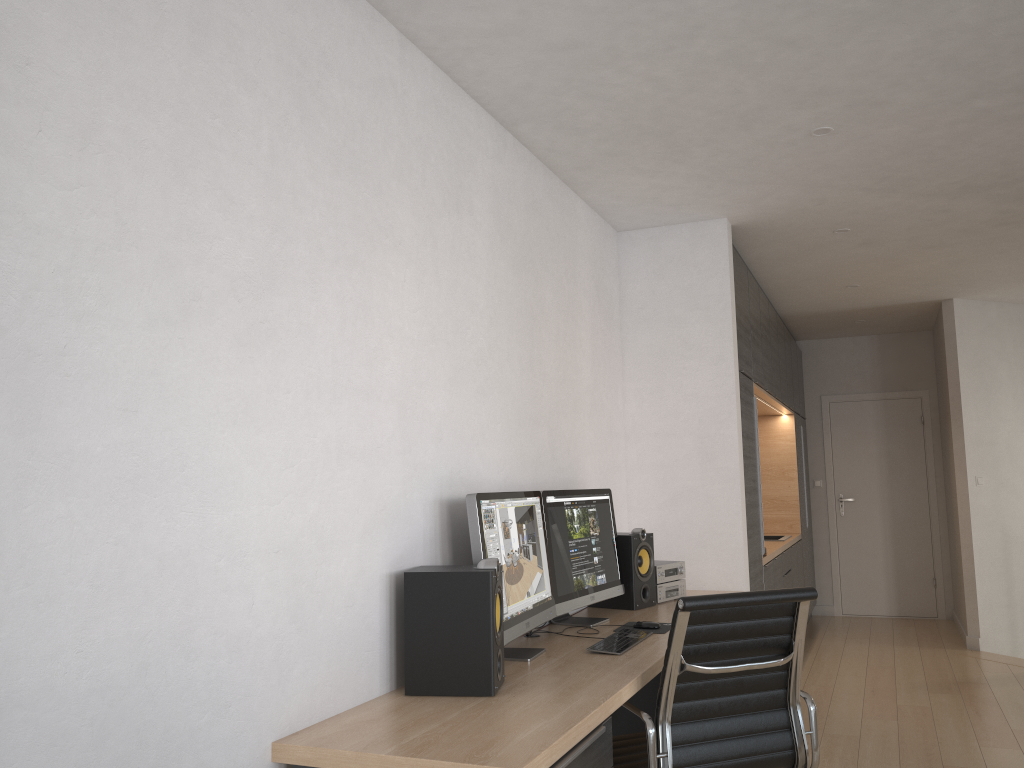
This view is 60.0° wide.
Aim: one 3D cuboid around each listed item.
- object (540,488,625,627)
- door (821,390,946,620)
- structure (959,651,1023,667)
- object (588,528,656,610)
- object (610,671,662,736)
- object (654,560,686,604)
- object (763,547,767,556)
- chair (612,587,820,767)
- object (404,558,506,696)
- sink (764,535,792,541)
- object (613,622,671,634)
[{"bbox_3d":[0.270,0.700,3.626,0.190,0.535,0.716,-5,-7,27],"label":"object"},{"bbox_3d":[3.536,1.147,8.490,0.974,2.136,0.085,-4,-7,22],"label":"door"},{"bbox_3d":[5.416,2.954,5.041,2.823,4.339,4.190,1,-7,-22],"label":"structure"},{"bbox_3d":[0.502,0.837,4.057,0.249,0.354,0.198,-6,-8,37],"label":"object"},{"bbox_3d":[0.654,1.477,3.858,0.474,0.527,0.215,-4,-7,22],"label":"object"},{"bbox_3d":[0.659,0.947,4.262,0.270,0.174,0.285,-6,-8,37],"label":"object"},{"bbox_3d":[1.349,0.890,5.716,0.584,0.398,0.618,-4,-7,23],"label":"object"},{"bbox_3d":[0.551,1.110,2.701,0.664,0.991,0.699,1,-7,-16],"label":"chair"},{"bbox_3d":[-0.154,0.667,2.474,0.249,0.354,0.198,-2,-7,8],"label":"object"},{"bbox_3d":[1.944,1.204,7.097,0.512,0.518,0.626,-4,-7,22],"label":"sink"},{"bbox_3d":[0.518,0.940,3.423,0.200,0.002,0.250,-4,-7,22],"label":"object"}]
